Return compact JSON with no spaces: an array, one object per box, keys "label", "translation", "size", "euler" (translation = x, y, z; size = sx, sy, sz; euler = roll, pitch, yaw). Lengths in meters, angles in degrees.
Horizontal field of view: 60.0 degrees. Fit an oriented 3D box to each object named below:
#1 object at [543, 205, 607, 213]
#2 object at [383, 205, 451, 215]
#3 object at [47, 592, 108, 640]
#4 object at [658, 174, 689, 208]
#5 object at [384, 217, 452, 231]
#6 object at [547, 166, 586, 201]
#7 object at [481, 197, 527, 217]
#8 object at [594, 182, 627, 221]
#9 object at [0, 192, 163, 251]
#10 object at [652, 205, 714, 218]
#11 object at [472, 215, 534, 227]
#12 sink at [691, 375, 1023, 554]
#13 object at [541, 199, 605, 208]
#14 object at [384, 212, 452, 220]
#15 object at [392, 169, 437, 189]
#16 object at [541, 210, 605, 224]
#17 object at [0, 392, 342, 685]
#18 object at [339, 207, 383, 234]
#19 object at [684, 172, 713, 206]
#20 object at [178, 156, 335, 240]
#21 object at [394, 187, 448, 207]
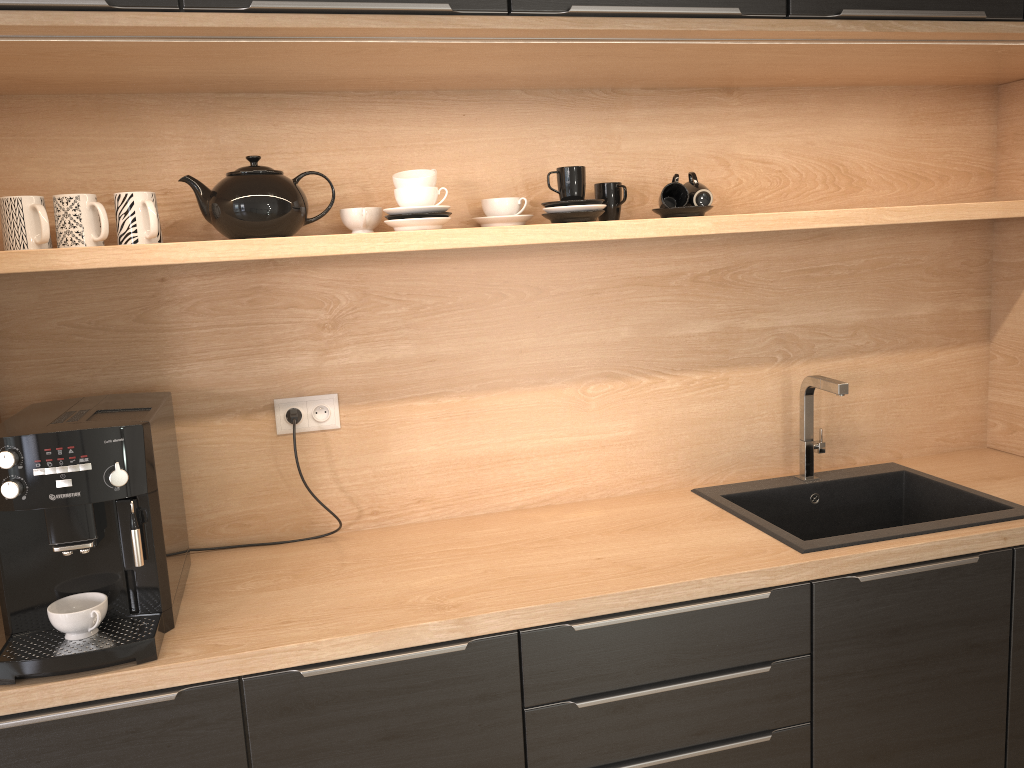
[{"label":"object","translation":[0.143,-0.391,2.018],"size":[0.145,0.025,0.145],"euler":[-3,9,-1]},{"label":"object","translation":[-0.204,-0.367,1.909],"size":[0.145,0.025,0.145],"euler":[-8,10,-28]},{"label":"object","translation":[-0.752,0.408,1.541],"size":[0.095,0.057,0.099],"euler":[-5,9,-12]},{"label":"object","translation":[0.379,-0.450,2.106],"size":[0.066,0.093,0.100],"euler":[-3,9,0]},{"label":"object","translation":[-0.203,-0.343,1.913],"size":[0.145,0.025,0.145],"euler":[-8,10,-28]},{"label":"object","translation":[0.130,-0.444,2.009],"size":[0.066,0.092,0.084],"euler":[6,13,43]},{"label":"object","translation":[-0.023,-0.402,2.065],"size":[0.095,0.057,0.099],"euler":[-6,10,-17]},{"label":"object","translation":[0.234,-0.435,2.125],"size":[0.066,0.092,0.084],"euler":[-4,9,-8]},{"label":"object","translation":[-0.858,-0.324,1.769],"size":[0.297,0.105,0.112],"euler":[-5,9,-13]},{"label":"object","translation":[0.407,-0.409,2.116],"size":[0.145,0.025,0.145],"euler":[-5,9,-12]},{"label":"object","translation":[-0.021,-0.378,2.068],"size":[0.145,0.025,0.145],"euler":[-3,9,-1]},{"label":"sink","translation":[0.836,0.256,2.160],"size":[0.626,0.518,0.512],"euler":[-5,9,-14]},{"label":"object","translation":[0.139,-0.403,2.017],"size":[0.145,0.025,0.145],"euler":[-3,9,-1]},{"label":"object","translation":[-0.201,-0.354,1.913],"size":[0.145,0.025,0.145],"euler":[-8,10,-28]},{"label":"object","translation":[-0.207,-0.425,1.900],"size":[0.095,0.075,0.098],"euler":[-4,9,-3]},{"label":"object","translation":[0.140,-0.379,2.021],"size":[0.145,0.025,0.145],"euler":[-3,9,-1]},{"label":"object","translation":[-0.646,0.234,1.755],"size":[0.618,0.398,0.584],"euler":[-5,9,-14]},{"label":"object","translation":[-0.332,-0.361,1.971],"size":[0.099,0.057,0.095],"euler":[3,11,32]},{"label":"object","translation":[0.441,-0.461,2.114],"size":[0.066,0.093,0.100],"euler":[-4,9,-5]},{"label":"object","translation":[-0.527,-0.390,1.855],"size":[0.240,0.171,0.213],"euler":[1,10,22]},{"label":"object","translation":[-0.203,-0.392,1.909],"size":[0.099,0.057,0.095],"euler":[-11,12,-42]}]
